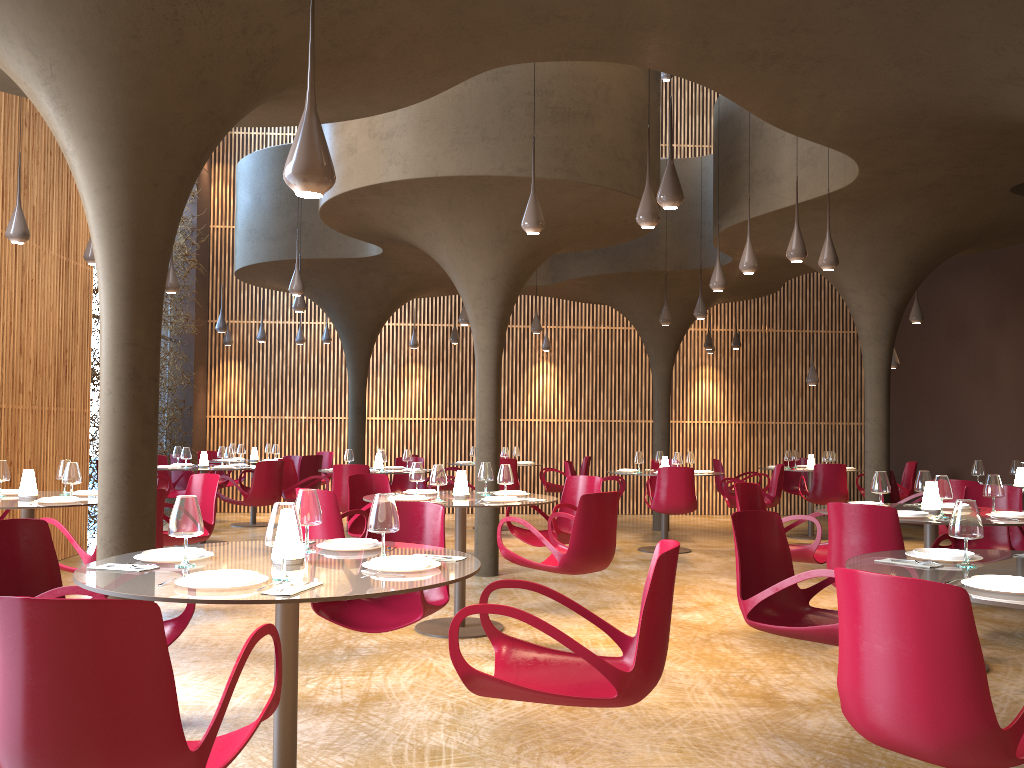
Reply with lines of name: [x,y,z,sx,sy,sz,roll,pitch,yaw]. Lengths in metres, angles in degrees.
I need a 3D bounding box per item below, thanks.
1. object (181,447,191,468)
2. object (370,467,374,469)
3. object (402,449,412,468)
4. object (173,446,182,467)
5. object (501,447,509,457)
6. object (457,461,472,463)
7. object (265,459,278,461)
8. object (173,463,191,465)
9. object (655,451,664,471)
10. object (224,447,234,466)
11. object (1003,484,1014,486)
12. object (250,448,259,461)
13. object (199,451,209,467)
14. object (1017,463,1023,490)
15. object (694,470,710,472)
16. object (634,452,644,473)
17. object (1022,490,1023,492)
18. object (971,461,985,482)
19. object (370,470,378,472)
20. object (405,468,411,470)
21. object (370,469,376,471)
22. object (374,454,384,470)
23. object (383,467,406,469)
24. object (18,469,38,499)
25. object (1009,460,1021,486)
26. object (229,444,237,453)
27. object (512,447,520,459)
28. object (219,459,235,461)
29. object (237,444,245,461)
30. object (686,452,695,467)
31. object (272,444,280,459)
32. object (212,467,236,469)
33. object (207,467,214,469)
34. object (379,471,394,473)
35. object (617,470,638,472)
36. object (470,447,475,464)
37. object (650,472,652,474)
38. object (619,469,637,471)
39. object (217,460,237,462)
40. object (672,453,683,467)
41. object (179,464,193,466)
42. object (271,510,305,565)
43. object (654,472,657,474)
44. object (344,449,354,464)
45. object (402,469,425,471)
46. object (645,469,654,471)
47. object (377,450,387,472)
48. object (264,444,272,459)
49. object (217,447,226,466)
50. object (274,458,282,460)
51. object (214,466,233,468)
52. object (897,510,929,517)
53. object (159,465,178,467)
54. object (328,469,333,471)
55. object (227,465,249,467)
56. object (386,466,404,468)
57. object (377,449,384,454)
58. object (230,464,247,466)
object: [-4.608,1.044,12.536,0.142,0.295,0.142,1,-2,-4]
object: [-2.026,1.245,13.118,0.126,0.017,0.262,0,-3,8]
object: [-1.496,1.083,12.677,0.142,0.295,0.142,2,-2,-29]
object: [-4.908,1.066,13.020,0.142,0.295,0.142,0,-2,9]
object: [-0.117,1.222,15.069,0.142,0.295,0.142,1,-2,-10]
object: [-0.821,1.359,15.411,0.263,0.029,0.263,-1,-4,33]
object: [-4.131,1.318,15.266,0.263,0.029,0.263,1,-3,-10]
object: [-4.926,1.205,13.249,0.263,0.029,0.263,-1,-4,34]
object: [2.194,1.147,13.176,0.142,0.295,0.142,0,-2,29]
object: [-4.096,1.065,12.847,0.142,0.295,0.142,0,-2,12]
object: [5.873,1.185,10.417,0.262,0.017,0.126,3,-4,-34]
object: [-4.532,1.234,15.594,0.144,0.232,0.142,2,-2,-28]
object: [-4.497,1.097,12.938,0.142,0.232,0.144,2,-2,-38]
object: [5.457,0.986,9.438,0.142,0.295,0.142,1,-2,2]
object: [2.722,1.257,12.736,0.263,0.029,0.263,0,-3,5]
object: [1.816,1.118,12.685,0.142,0.295,0.142,-1,-2,35]
object: [5.365,1.118,9.214,0.262,0.017,0.126,2,-3,-31]
object: [5.262,1.013,10.004,0.142,0.295,0.142,0,-2,31]
object: [-1.974,1.181,12.013,0.332,0.014,0.332,1,-3,-10]
object: [-1.379,1.201,12.473,0.263,0.029,0.263,-1,-3,21]
object: [-1.974,1.171,12.014,0.263,0.029,0.263,0,-3,6]
object: [-1.888,1.104,12.557,0.144,0.232,0.142,-1,-2,42]
object: [-1.729,1.238,13.060,0.332,0.014,0.332,2,-3,-21]
object: [-3.878,0.800,7.108,0.144,0.232,0.142,1,-2,-18]
object: [5.798,1.029,10.194,0.142,0.295,0.142,0,-2,10]
object: [-4.943,1.204,15.676,0.142,0.295,0.142,1,-2,-3]
object: [0.075,1.253,15.635,0.142,0.295,0.142,-1,-2,40]
object: [-4.877,1.305,15.166,0.263,0.029,0.263,1,-3,-16]
object: [-4.643,1.182,15.192,0.142,0.295,0.142,1,-2,-4]
object: [2.606,1.139,12.940,0.142,0.295,0.142,2,-2,-29]
object: [-4.131,1.203,15.502,0.142,0.295,0.142,2,-2,-44]
object: [-4.096,1.190,12.610,0.332,0.014,0.332,0,-3,6]
object: [-4.099,1.191,12.607,0.204,0.012,0.411,-2,-4,43]
object: [-1.683,1.187,11.933,0.126,0.017,0.262,0,-3,12]
object: [1.684,1.263,12.874,0.332,0.014,0.332,-1,-3,23]
object: [-0.657,1.225,15.247,0.142,0.295,0.142,2,-2,-31]
object: [2.122,1.238,12.276,0.410,0.012,0.204,0,-3,8]
object: [1.684,1.253,12.874,0.263,0.029,0.263,0,-3,4]
object: [-4.877,1.315,15.165,0.332,0.014,0.332,2,-3,-22]
object: [2.317,1.109,12.416,0.142,0.295,0.142,1,-2,-12]
object: [-4.926,1.215,13.249,0.332,0.014,0.332,1,-3,-11]
object: [-0.970,0.660,3.848,0.142,0.232,0.144,1,-2,-26]
object: [2.127,1.236,12.276,0.332,0.014,0.332,1,-3,-14]
object: [-2.285,1.062,12.422,0.142,0.295,0.142,-1,-2,35]
object: [-1.379,1.211,12.473,0.332,0.014,0.332,-1,-3,27]
object: [2.075,1.300,13.381,0.126,0.017,0.262,0,-3,8]
object: [-1.784,1.053,12.153,0.142,0.295,0.142,1,-2,-12]
object: [-4.370,1.222,15.912,0.142,0.295,0.142,0,-2,14]
object: [-4.335,1.084,13.257,0.142,0.295,0.142,-1,-2,37]
object: [-4.141,1.353,15.949,0.263,0.029,0.263,1,-3,-1]
object: [-4.096,1.180,12.610,0.263,0.029,0.263,3,-4,-43]
object: [2.811,0.922,6.284,0.263,0.029,0.263,-1,-4,33]
object: [-4.842,1.168,12.510,0.263,0.029,0.263,2,-3,-32]
object: [-2.505,1.199,12.322,0.262,0.017,0.126,0,-3,13]
object: [-4.106,1.225,13.293,0.332,0.014,0.332,1,-3,-10]
object: [-1.729,1.228,13.060,0.263,0.029,0.263,1,-3,-2]
object: [-1.907,1.091,12.914,0.142,0.295,0.142,1,-2,-16]
object: [-4.106,1.216,13.293,0.263,0.029,0.263,1,-3,-10]
